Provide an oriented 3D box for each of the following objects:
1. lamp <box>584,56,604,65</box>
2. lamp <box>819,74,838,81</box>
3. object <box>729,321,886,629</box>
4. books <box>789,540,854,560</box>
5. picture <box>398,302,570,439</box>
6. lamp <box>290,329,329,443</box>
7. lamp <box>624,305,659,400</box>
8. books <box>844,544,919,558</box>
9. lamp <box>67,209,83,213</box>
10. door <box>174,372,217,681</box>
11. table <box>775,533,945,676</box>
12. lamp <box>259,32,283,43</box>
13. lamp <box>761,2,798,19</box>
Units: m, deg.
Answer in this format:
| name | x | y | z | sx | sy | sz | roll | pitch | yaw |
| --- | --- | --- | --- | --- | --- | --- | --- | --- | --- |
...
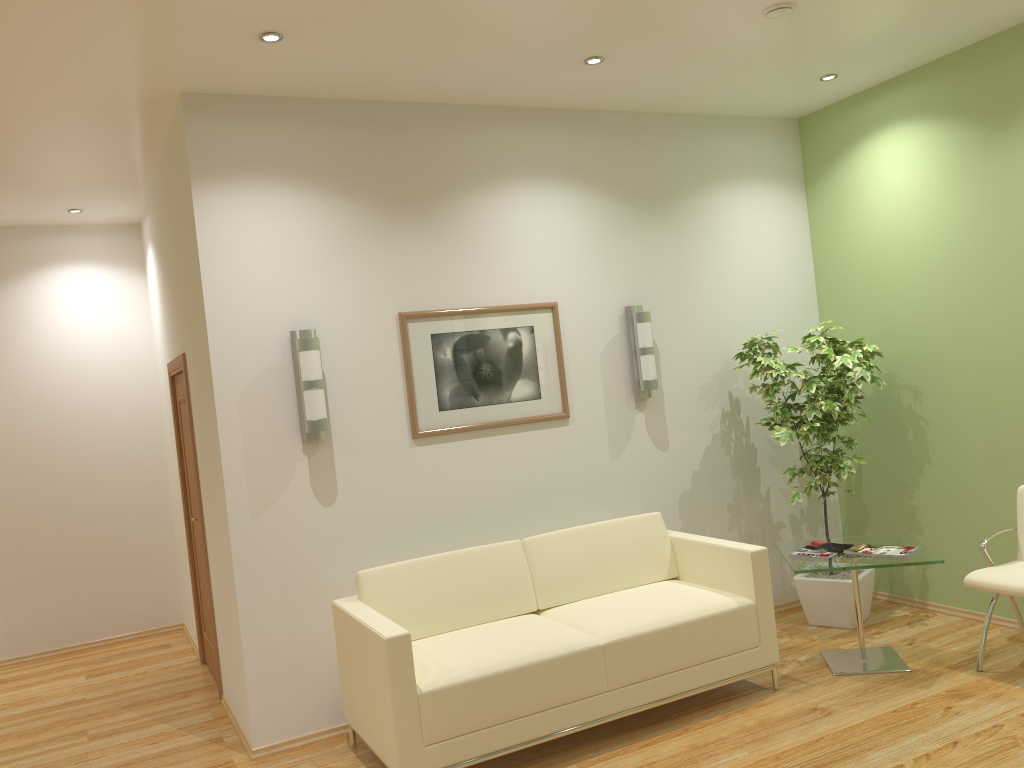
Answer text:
| name | x | y | z | sx | sy | sz | roll | pitch | yaw |
| --- | --- | --- | --- | --- | --- | --- | --- | --- | --- |
| lamp | 0.426 | -1.677 | 4.606 | 0.105 | 0.011 | 0.105 | -6 | 0 | 7 |
| lamp | 1.906 | -1.842 | 5.337 | 0.105 | 0.011 | 0.105 | -6 | 0 | 0 |
| object | 1.937 | 0.562 | 5.573 | 0.943 | 1.900 | 0.668 | -6 | 0 | -18 |
| books | 1.709 | 0.913 | 4.897 | 0.230 | 0.031 | 0.328 | -6 | 0 | 44 |
| picture | -0.136 | -0.095 | 5.081 | 1.000 | 0.700 | 0.025 | -6 | 0 | -26 |
| lamp | -1.036 | 0.006 | 4.570 | 0.134 | 0.580 | 0.142 | -6 | 0 | -26 |
| lamp | 0.809 | -0.200 | 5.482 | 0.134 | 0.580 | 0.142 | -6 | 0 | -26 |
| books | 1.975 | 0.885 | 4.744 | 0.328 | 0.031 | 0.230 | -6 | 0 | 39 |
| lamp | -3.254 | -1.287 | 6.606 | 0.105 | 0.011 | 0.105 | -6 | 0 | 31 |
| door | -2.077 | 0.927 | 5.818 | 0.098 | 2.001 | 0.823 | -6 | 0 | -26 |
| table | 1.898 | 1.217 | 4.859 | 0.736 | 0.614 | 0.736 | -6 | 0 | 9 |
| lamp | -1.053 | -1.512 | 3.874 | 0.105 | 0.011 | 0.105 | -6 | 0 | 7 |
| lamp | 1.267 | -1.760 | 4.201 | 0.167 | 0.024 | 0.167 | -6 | 0 | 24 |
